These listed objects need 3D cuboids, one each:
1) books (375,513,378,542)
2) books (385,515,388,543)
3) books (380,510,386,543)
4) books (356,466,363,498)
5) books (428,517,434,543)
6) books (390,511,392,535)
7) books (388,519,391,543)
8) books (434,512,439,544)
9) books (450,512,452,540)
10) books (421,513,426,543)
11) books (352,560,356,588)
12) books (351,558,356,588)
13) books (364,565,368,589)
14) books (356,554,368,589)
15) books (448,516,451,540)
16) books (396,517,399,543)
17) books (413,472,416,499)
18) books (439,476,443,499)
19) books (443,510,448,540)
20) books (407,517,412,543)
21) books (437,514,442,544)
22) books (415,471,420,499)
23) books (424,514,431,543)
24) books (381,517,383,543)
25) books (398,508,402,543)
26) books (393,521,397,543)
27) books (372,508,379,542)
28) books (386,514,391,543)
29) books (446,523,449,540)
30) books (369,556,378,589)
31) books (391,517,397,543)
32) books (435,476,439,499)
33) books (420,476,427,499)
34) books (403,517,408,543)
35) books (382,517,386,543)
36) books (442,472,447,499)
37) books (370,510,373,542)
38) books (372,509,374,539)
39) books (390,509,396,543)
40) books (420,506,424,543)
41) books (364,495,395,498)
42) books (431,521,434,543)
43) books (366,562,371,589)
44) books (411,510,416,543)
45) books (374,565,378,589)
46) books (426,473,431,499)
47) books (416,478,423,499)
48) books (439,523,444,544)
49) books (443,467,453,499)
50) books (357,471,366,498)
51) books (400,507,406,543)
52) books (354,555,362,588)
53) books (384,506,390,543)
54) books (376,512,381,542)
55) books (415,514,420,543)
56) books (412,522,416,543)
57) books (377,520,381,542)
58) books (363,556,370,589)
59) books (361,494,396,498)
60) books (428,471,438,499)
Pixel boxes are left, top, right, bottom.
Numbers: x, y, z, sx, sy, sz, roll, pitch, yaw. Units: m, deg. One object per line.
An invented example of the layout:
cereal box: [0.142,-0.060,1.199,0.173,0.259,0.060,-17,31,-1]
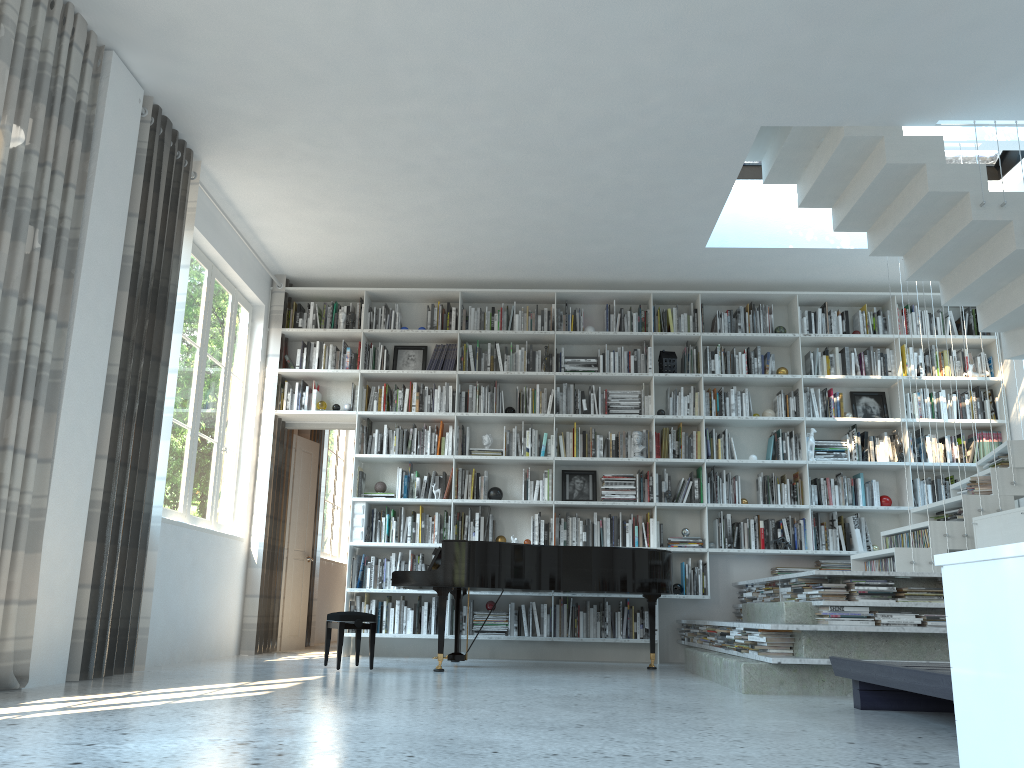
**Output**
books: [-1.137,1.232,7.529,0.022,0.256,0.142,1,-14,2]
books: [-1.050,1.236,7.510,0.014,0.242,0.171,1,-14,2]
books: [-1.096,1.218,7.516,0.008,0.279,0.165,1,-14,2]
books: [-1.310,0.862,7.625,0.012,0.284,0.160,1,-14,2]
books: [-0.687,1.250,7.506,0.025,0.228,0.153,1,-14,2]
books: [-1.013,1.222,7.522,0.009,0.277,0.158,1,-14,2]
books: [-1.026,1.257,7.523,0.016,0.210,0.146,1,-14,2]
books: [-0.630,1.228,7.490,0.021,0.265,0.186,1,-14,2]
books: [-0.506,1.230,7.515,0.024,0.279,0.136,1,-14,2]
books: [-0.742,1.229,7.493,0.028,0.260,0.181,1,-14,2]
books: [-1.305,1.597,7.429,0.029,0.238,0.154,1,-14,2]
books: [-1.325,1.592,7.445,0.012,0.253,0.161,1,-14,2]
books: [-1.206,1.621,7.434,0.024,0.197,0.148,1,-14,2]
books: [-1.254,1.574,7.426,0.052,0.283,0.172,1,-14,2]
books: [-0.524,1.243,7.489,0.010,0.239,0.175,1,-14,2]
books: [-0.962,1.249,7.527,0.016,0.230,0.136,1,-14,2]
books: [-0.828,0.885,7.604,0.022,0.248,0.129,1,-14,2]
books: [-0.604,0.904,7.583,0.027,0.209,0.144,1,-14,2]
books: [-0.559,1.219,7.490,0.014,0.285,0.180,1,-14,2]
books: [-0.857,1.245,7.503,0.027,0.229,0.159,1,-14,2]
books: [-0.613,1.236,7.507,0.013,0.259,0.143,1,-14,2]
books: [-0.812,0.880,7.586,0.011,0.249,0.172,1,-14,2]
books: [-0.714,1.236,7.495,0.028,0.248,0.159,1,-14,2]
books: [-1.086,1.249,7.514,0.015,0.217,0.177,1,-14,2]
books: [-0.936,1.207,7.501,0.019,0.299,0.180,1,-14,2]
books: [-0.980,1.260,7.490,0.016,0.188,0.184,1,-14,2]
books: [-1.155,1.212,7.526,0.014,0.293,0.172,1,-14,2]
books: [-1.039,1.232,7.497,0.009,0.244,0.185,1,-14,2]
books: [-0.541,1.275,7.509,0.023,0.186,0.130,1,-14,2]
books: [-1.156,1.585,7.425,0.029,0.265,0.172,1,-14,2]
books: [-0.995,1.247,7.498,0.015,0.218,0.190,1,-14,2]
books: [-0.633,0.903,7.574,0.030,0.207,0.173,1,-14,2]
books: [-0.749,0.903,7.600,0.056,0.213,0.143,1,-14,2]
books: [-0.892,1.249,7.521,0.045,0.229,0.138,1,-14,2]
books: [-1.071,1.247,7.501,0.015,0.216,0.180,1,-14,2]
books: [-0.580,0.885,7.590,0.021,0.250,0.154,1,-14,2]
books: [-1.182,1.218,7.534,0.008,0.284,0.160,1,-14,2]
books: [-1.170,1.216,7.533,0.016,0.289,0.153,1,-14,2]
books: [-1.006,1.212,7.500,0.007,0.285,0.182,1,-14,2]
books: [-0.766,1.201,7.509,0.021,0.322,0.172,1,-14,2]
books: [-1.129,0.971,7.586,0.254,0.012,0.161,1,-14,-1]
books: [-0.663,1.268,7.504,0.023,0.193,0.140,1,-14,2]
books: [-1.183,1.605,7.415,0.022,0.220,0.188,1,-14,2]
books: [-0.836,1.220,7.508,0.014,0.281,0.150,1,-14,2]
books: [-1.129,1.622,7.437,0.025,0.199,0.137,1,-14,2]
books: [-0.714,0.890,7.601,0.013,0.241,0.141,1,-14,2]
books: [-0.793,0.906,7.566,0.029,0.189,0.189,1,-14,2]
books: [-0.587,1.274,7.497,0.041,0.181,0.142,1,-14,2]
books: [-0.529,0.864,7.553,0.082,0.275,0.229,1,-14,2]
books: [-1.291,0.880,7.610,0.028,0.242,0.157,1,-14,2]
books: [-0.920,1.207,7.513,0.012,0.305,0.190,1,-14,2]
books: [-1.286,1.574,7.418,0.011,0.276,0.190,1,-14,2]
books: [-1.059,1.202,7.521,0.006,0.314,0.146,1,-14,2]
books: [-1.123,1.224,7.510,0.007,0.263,0.177,1,-14,2]
books: [-0.787,1.234,7.504,0.026,0.253,0.177,1,-14,2]
books: [-0.816,1.267,7.486,0.029,0.181,0.190,1,-14,2]
books: [-1.111,1.256,7.485,0.019,0.189,0.194,1,-14,2]
books: [-1.222,1.584,7.443,0.010,0.273,0.150,1,-14,2]
books: [-1.128,0.959,7.586,0.285,0.012,0.160,0,-15,6]
books: [-0.678,0.881,7.588,0.060,0.254,0.159,1,-14,2]
